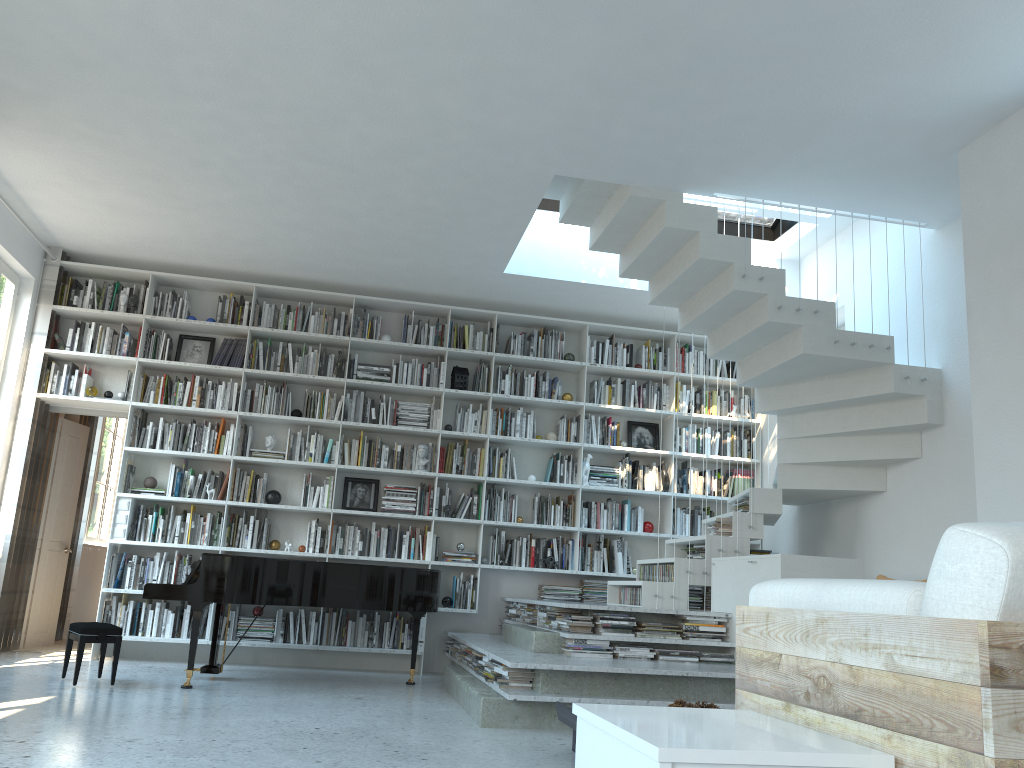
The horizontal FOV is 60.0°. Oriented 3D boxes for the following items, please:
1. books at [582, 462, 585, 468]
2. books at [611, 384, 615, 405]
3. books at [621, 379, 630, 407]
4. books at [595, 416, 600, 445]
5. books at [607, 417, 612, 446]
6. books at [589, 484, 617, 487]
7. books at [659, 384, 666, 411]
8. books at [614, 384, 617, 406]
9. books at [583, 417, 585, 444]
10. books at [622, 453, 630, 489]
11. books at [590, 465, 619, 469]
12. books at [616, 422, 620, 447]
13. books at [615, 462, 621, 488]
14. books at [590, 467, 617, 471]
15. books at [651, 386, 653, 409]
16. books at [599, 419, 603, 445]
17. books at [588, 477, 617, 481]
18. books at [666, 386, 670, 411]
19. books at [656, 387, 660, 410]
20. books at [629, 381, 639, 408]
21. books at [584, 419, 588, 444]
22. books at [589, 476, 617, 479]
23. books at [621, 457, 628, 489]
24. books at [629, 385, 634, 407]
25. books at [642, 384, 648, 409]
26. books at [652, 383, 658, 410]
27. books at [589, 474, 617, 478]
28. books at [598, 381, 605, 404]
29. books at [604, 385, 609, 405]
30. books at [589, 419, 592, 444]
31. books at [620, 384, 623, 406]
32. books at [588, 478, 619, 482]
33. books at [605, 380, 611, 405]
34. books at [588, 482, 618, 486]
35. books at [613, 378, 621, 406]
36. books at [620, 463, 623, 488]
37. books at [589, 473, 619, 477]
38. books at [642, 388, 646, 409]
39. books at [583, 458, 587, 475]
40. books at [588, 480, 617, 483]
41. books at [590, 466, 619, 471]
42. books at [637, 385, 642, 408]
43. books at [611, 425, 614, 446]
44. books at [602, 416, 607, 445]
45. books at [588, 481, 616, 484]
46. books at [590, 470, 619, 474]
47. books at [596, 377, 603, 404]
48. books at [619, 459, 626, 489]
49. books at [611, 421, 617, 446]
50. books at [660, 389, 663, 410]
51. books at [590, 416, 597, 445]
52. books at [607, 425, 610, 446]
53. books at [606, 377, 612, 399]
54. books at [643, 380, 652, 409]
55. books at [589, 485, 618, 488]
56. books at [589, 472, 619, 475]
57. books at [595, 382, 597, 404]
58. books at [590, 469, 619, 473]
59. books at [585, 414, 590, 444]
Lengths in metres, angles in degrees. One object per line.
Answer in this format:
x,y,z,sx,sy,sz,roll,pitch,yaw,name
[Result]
0.615,0.817,7.930,0.027,0.221,0.184,6,-13,-10,books
0.906,0.131,8.149,0.030,0.223,0.158,6,-13,-10,books
1.020,0.111,8.124,0.032,0.264,0.246,6,-13,-10,books
0.768,0.448,8.067,0.012,0.284,0.160,6,-13,-10,books
0.870,0.455,8.069,0.014,0.284,0.176,6,-13,-10,books
0.795,0.919,7.964,0.254,0.012,0.161,7,-14,-14,books
1.391,0.151,8.238,0.026,0.283,0.147,6,-13,-10,books
0.931,0.131,8.168,0.024,0.235,0.147,6,-13,-10,books
0.624,0.434,8.045,0.031,0.283,0.137,6,-13,-10,books
1.024,0.802,8.014,0.010,0.338,0.180,6,-13,-10,books
0.807,0.755,8.005,0.285,0.012,0.160,5,-13,-8,books
0.943,0.481,8.071,0.026,0.243,0.178,6,-13,-10,books
0.954,0.840,8.010,0.012,0.253,0.161,6,-13,-10,books
0.806,0.779,8.000,0.254,0.012,0.161,5,-13,-8,books
1.273,0.155,8.210,0.011,0.248,0.152,6,-13,-10,books
0.793,0.461,8.080,0.043,0.268,0.131,6,-13,-10,books
0.800,0.859,7.975,0.254,0.012,0.161,7,-14,-15,books
1.419,0.162,8.238,0.031,0.264,0.170,6,-13,-10,books
1.329,0.164,8.217,0.030,0.240,0.162,6,-13,-10,books
1.129,0.126,8.199,0.048,0.282,0.162,6,-13,-10,books
0.652,0.454,8.054,0.030,0.253,0.128,6,-13,-10,books
0.799,0.850,7.988,0.254,0.012,0.161,6,-13,-10,books
1.012,0.820,8.009,0.011,0.299,0.184,6,-13,-10,books
1.078,0.141,8.158,0.030,0.229,0.187,6,-13,-10,books
1.221,0.143,8.205,0.023,0.263,0.156,6,-13,-10,books
1.299,0.144,8.207,0.036,0.271,0.177,6,-13,-10,books
0.804,0.836,7.981,0.254,0.012,0.161,5,-13,-5,books
0.817,0.111,8.146,0.026,0.250,0.131,6,-13,-10,books
0.845,0.129,8.124,0.025,0.207,0.175,6,-13,-10,books
0.690,0.455,8.038,0.011,0.247,0.156,6,-13,-10,books
0.982,0.132,8.166,0.025,0.238,0.143,6,-13,-10,books
0.798,0.873,7.978,0.285,0.012,0.160,6,-13,-12,books
0.871,0.107,8.138,0.026,0.260,0.167,6,-13,-10,books
0.796,0.906,7.963,0.285,0.012,0.160,5,-13,-5,books
0.960,0.103,8.158,0.026,0.287,0.156,6,-13,-10,books
0.967,0.849,8.029,0.023,0.246,0.138,6,-13,-10,books
0.804,0.825,7.987,0.285,0.012,0.160,7,-13,-13,books
1.195,0.161,8.187,0.031,0.217,0.166,6,-13,-10,books
0.638,0.804,7.968,0.028,0.266,0.138,6,-13,-10,books
0.796,0.884,7.976,0.254,0.012,0.161,5,-13,-8,books
0.807,0.767,8.002,0.285,0.012,0.160,6,-13,-12,books
1.162,0.145,8.177,0.014,0.239,0.189,6,-13,-10,books
0.890,0.493,8.069,0.033,0.212,0.153,6,-13,-10,books
0.825,0.449,8.063,0.012,0.286,0.177,6,-13,-10,books
0.796,0.895,7.969,0.254,0.012,0.161,5,-13,-6,books
0.806,0.801,7.988,0.285,0.012,0.160,7,-14,-15,books
0.781,0.090,8.135,0.051,0.281,0.167,6,-13,-10,books
0.995,0.832,8.030,0.012,0.284,0.160,6,-13,-10,books
0.918,0.476,8.078,0.021,0.252,0.167,6,-13,-10,books
1.366,0.174,8.232,0.022,0.233,0.158,6,-13,-10,books
0.728,0.441,8.054,0.065,0.288,0.146,6,-13,-10,books
0.856,0.489,8.048,0.013,0.206,0.190,6,-13,-10,books
0.888,0.094,8.153,0.011,0.295,0.163,6,-13,-10,books
1.247,0.128,8.199,0.022,0.294,0.181,6,-13,-10,books
0.794,0.930,7.961,0.285,0.012,0.160,5,-13,-6,books
0.804,0.814,7.992,0.285,0.012,0.160,5,-13,-8,books
0.748,0.109,8.124,0.013,0.236,0.142,6,-13,-10,books
0.805,0.791,7.997,0.285,0.012,0.160,5,-13,-8,books
0.678,0.430,8.050,0.015,0.300,0.141,6,-13,-10,books
